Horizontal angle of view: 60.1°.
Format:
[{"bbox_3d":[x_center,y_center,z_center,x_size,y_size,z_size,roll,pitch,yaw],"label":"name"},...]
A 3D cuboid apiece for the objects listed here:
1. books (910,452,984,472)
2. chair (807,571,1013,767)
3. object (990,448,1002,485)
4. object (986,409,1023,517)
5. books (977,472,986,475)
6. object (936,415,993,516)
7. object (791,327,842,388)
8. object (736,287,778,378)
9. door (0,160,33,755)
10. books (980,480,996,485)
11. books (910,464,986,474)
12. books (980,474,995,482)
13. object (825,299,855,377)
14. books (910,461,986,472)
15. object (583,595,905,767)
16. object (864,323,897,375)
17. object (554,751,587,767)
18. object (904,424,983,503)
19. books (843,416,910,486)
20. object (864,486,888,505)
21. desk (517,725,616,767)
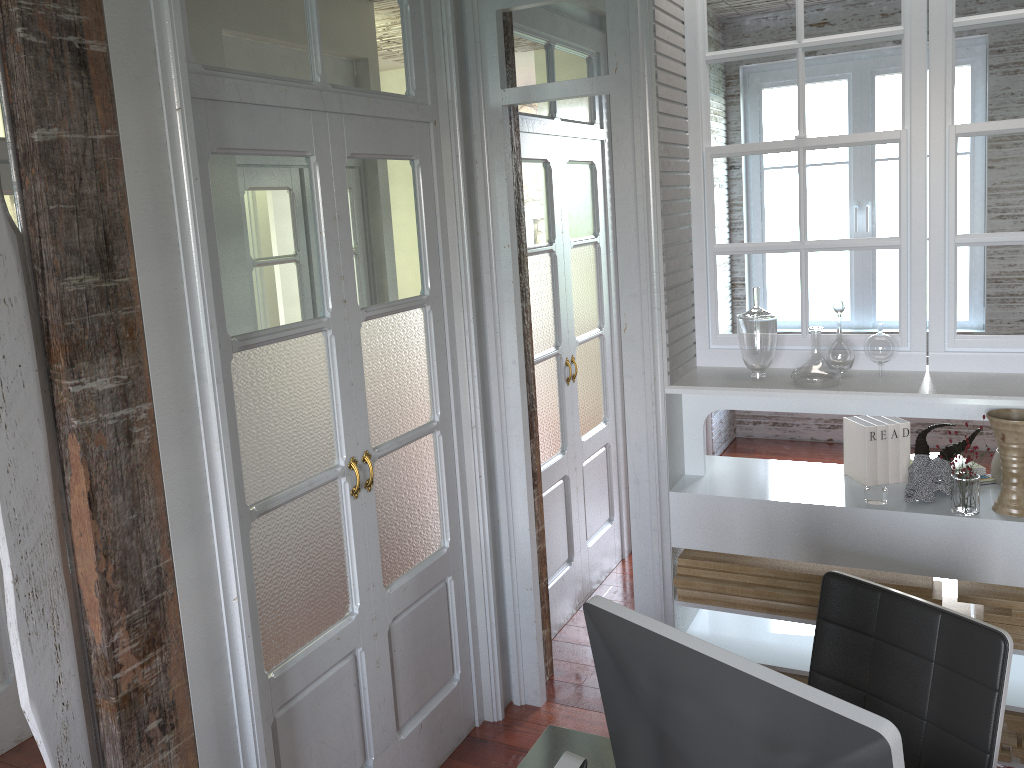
[{"bbox_3d":[1.388,0.251,2.856,0.168,0.007,0.191,-4,11,-1],"label":"books"},{"bbox_3d":[0.652,0.953,1.809,0.604,0.912,0.477,-10,11,-33],"label":"chair"},{"bbox_3d":[1.561,0.234,2.710,0.159,0.151,0.218,-2,11,12],"label":"object"},{"bbox_3d":[1.417,0.222,2.496,0.144,0.276,0.144,4,12,40],"label":"object"},{"bbox_3d":[1.390,0.271,2.858,0.168,0.007,0.191,-5,11,-8],"label":"books"},{"bbox_3d":[1.295,0.225,2.502,0.128,0.285,0.129,-5,9,-6],"label":"object"},{"bbox_3d":[0.925,-0.073,2.691,0.148,0.199,0.149,-2,9,9],"label":"object"},{"bbox_3d":[0.786,-0.153,2.839,0.129,0.313,0.129,-11,11,-38],"label":"object"},{"bbox_3d":[-1.825,0.260,3.140,0.041,2.069,1.085,0,10,27],"label":"door"},{"bbox_3d":[1.392,0.289,2.849,0.181,0.011,0.248,-5,11,-8],"label":"books"},{"bbox_3d":[1.389,0.264,2.857,0.168,0.007,0.191,-5,11,-8],"label":"books"},{"bbox_3d":[1.391,0.280,2.848,0.181,0.007,0.248,-5,11,-8],"label":"books"},{"bbox_3d":[1.024,-0.131,2.767,0.088,0.269,0.088,0,9,22],"label":"object"},{"bbox_3d":[1.390,0.258,2.856,0.168,0.007,0.191,-5,11,-8],"label":"books"},{"bbox_3d":[0.286,0.580,1.183,0.190,0.481,0.485,-10,12,-37],"label":"object"},{"bbox_3d":[1.149,-0.095,2.761,0.094,0.186,0.095,-4,9,2],"label":"object"},{"bbox_3d":[-0.027,0.680,0.785,0.189,0.481,0.488,1,11,27],"label":"object"},{"bbox_3d":[1.300,0.240,2.696,0.385,0.178,0.158,-12,13,-37],"label":"object"},{"bbox_3d":[1.177,0.209,2.857,0.150,0.192,0.144,-5,9,-8],"label":"books"},{"bbox_3d":[1.082,0.333,2.633,0.066,0.040,0.066,-7,11,-15],"label":"object"},{"bbox_3d":[0.128,1.342,0.496,1.301,0.722,2.529,2,12,26],"label":"desk"}]
